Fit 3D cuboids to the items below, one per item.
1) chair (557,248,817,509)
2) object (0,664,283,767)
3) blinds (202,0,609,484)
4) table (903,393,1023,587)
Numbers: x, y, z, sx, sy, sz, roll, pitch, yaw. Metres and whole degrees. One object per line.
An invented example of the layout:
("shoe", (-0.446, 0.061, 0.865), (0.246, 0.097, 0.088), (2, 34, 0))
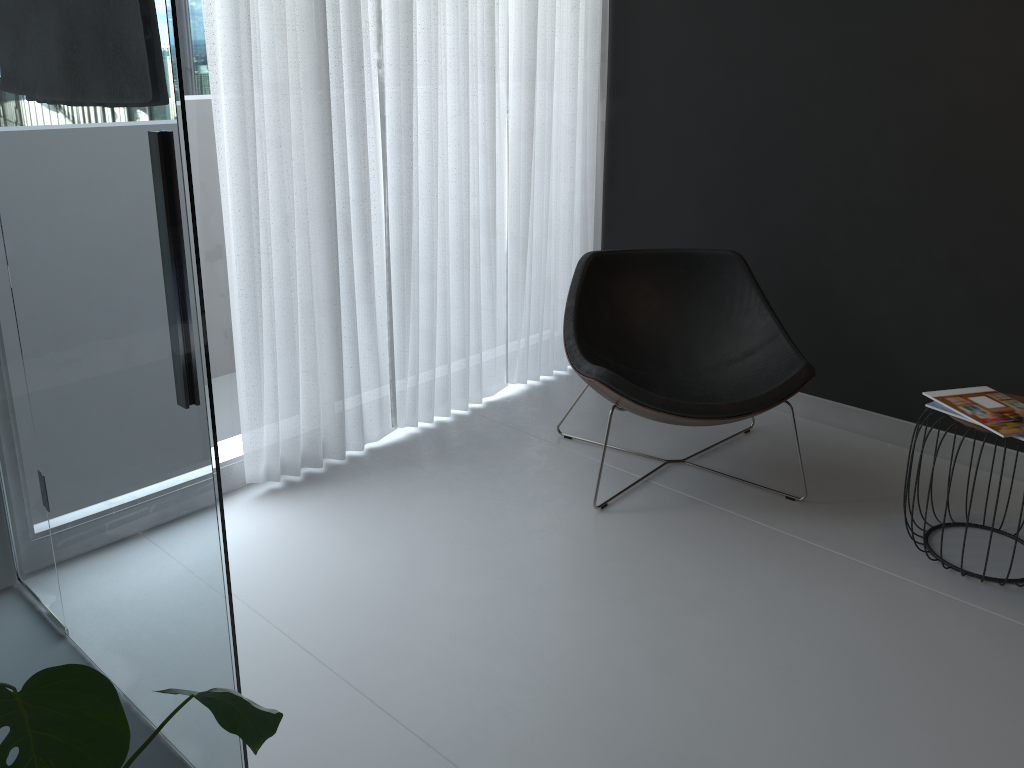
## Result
("chair", (0.569, -0.052, 3.011), (0.789, 0.675, 0.835), (-1, 19, -4))
("object", (-0.516, 0.653, 0.647), (0.856, 1.024, 1.009), (-10, 21, -27))
("blinds", (-0.223, -1.152, 3.119), (0.138, 2.634, 1.878), (15, 23, 40))
("table", (1.356, 0.283, 2.485), (0.452, 0.425, 0.461), (7, 20, 19))
